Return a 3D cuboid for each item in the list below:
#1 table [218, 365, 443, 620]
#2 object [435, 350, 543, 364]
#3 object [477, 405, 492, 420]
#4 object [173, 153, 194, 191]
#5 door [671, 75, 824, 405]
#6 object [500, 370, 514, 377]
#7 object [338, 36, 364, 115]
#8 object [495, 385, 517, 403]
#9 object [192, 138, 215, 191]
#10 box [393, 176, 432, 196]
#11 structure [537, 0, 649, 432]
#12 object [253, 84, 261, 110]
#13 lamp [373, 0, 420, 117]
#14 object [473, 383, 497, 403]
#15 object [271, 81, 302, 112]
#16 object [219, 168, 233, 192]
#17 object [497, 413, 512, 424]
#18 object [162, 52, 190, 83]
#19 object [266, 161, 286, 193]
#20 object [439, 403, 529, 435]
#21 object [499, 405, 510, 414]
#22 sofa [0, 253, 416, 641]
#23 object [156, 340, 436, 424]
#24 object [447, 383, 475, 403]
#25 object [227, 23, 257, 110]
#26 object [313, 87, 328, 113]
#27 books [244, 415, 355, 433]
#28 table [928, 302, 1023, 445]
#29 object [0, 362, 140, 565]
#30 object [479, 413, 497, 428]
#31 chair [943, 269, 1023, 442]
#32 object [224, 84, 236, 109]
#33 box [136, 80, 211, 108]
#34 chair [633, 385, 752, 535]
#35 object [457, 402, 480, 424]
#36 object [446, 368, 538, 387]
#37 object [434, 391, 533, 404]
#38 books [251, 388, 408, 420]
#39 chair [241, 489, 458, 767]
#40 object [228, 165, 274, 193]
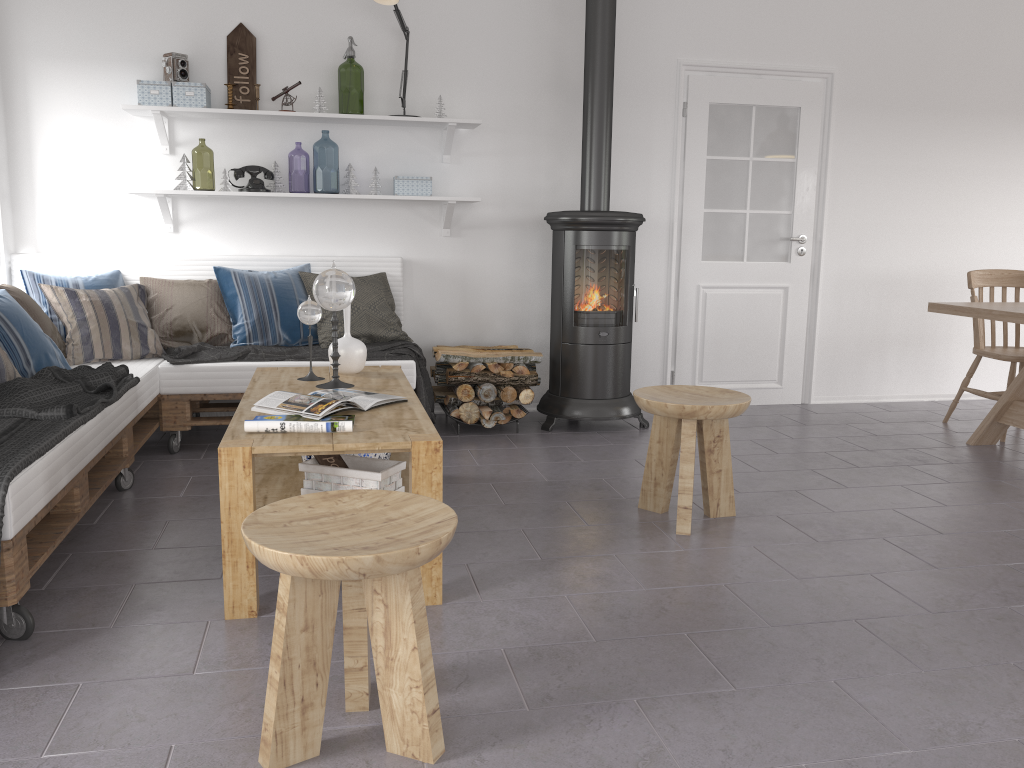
[{"bbox_3d":[-0.637,0.282,3.156,0.607,0.485,1.457,-1,10,-12],"label":"table"},{"bbox_3d":[-0.122,-0.145,4.739,0.571,0.079,0.115,-1,10,-11],"label":"object"},{"bbox_3d":[-0.188,0.120,4.927,0.057,0.050,0.561,-1,10,-12],"label":"object"},{"bbox_3d":[-1.706,-1.106,4.632,0.113,0.195,0.107,0,10,-5],"label":"object"},{"bbox_3d":[1.452,-0.846,5.502,0.902,2.013,0.101,-1,10,-12],"label":"door"},{"bbox_3d":[-0.072,-0.100,4.880,0.059,0.048,0.529,-1,10,-12],"label":"object"},{"bbox_3d":[-0.858,-1.635,4.725,0.136,0.415,0.136,5,10,21],"label":"object"},{"bbox_3d":[-0.086,0.016,4.942,0.102,0.102,0.561,-1,10,-13],"label":"object"},{"bbox_3d":[-1.612,-1.141,4.627,0.111,0.270,0.111,2,10,6],"label":"object"},{"bbox_3d":[-0.550,-1.088,4.901,0.202,0.110,0.137,-1,10,-12],"label":"box"},{"bbox_3d":[0.446,-2.187,4.674,0.643,4.887,0.626,-6,12,-35],"label":"structure"},{"bbox_3d":[-1.337,-1.497,4.661,0.052,0.148,0.052,9,12,39],"label":"object"},{"bbox_3d":[-0.598,-1.763,4.660,0.196,0.703,0.439,2,10,8],"label":"lamp"},{"bbox_3d":[-0.186,0.008,4.919,0.110,0.109,0.463,-1,10,-14],"label":"object"},{"bbox_3d":[-1.196,-1.512,4.697,0.092,0.172,0.177,-8,13,-43],"label":"object"},{"bbox_3d":[-1.494,-1.065,4.625,0.072,0.124,0.068,-4,11,-27],"label":"object"},{"bbox_3d":[-0.078,0.146,4.985,0.096,0.067,0.467,-1,10,-12],"label":"object"},{"bbox_3d":[-1.730,-1.628,4.592,0.117,0.157,0.121,8,12,37],"label":"object"},{"bbox_3d":[-1.274,-1.114,4.778,0.127,0.176,0.007,0,10,-6],"label":"object"},{"bbox_3d":[-0.173,0.170,4.972,0.456,0.118,0.478,-1,10,-12],"label":"object"},{"bbox_3d":[-0.073,0.106,4.948,0.046,0.033,0.425,-1,10,-12],"label":"object"},{"bbox_3d":[-1.332,-0.016,3.573,2.017,0.932,2.855,-1,10,-12],"label":"sofa"},{"bbox_3d":[-1.105,0.022,4.569,1.449,0.508,0.716,-3,10,-22],"label":"object"},{"bbox_3d":[-0.303,0.008,4.919,0.103,0.107,0.516,-1,10,-13],"label":"object"},{"bbox_3d":[-1.437,-1.673,4.715,0.154,0.480,0.053,0,10,-7],"label":"object"},{"bbox_3d":[-1.014,-1.495,4.688,0.075,0.147,0.075,10,13,44],"label":"object"},{"bbox_3d":[-0.622,0.106,2.633,0.300,0.043,0.229,0,10,-8],"label":"books"},{"bbox_3d":[3.346,0.013,4.338,2.300,0.749,1.001,-1,10,-12],"label":"table"},{"bbox_3d":[-1.691,0.287,2.875,0.685,0.533,1.892,-1,10,-13],"label":"object"},{"bbox_3d":[-0.173,0.157,4.949,0.095,0.063,0.562,-1,10,-11],"label":"object"},{"bbox_3d":[2.833,-0.177,4.957,0.506,0.902,0.519,0,10,-7],"label":"chair"},{"bbox_3d":[-1.466,-1.493,4.616,0.085,0.152,0.085,3,10,12],"label":"object"},{"bbox_3d":[-1.748,-1.485,4.609,0.332,0.131,0.242,-1,10,-12],"label":"box"},{"bbox_3d":[0.665,0.275,3.341,0.431,0.479,0.431,-2,10,-15],"label":"chair"},{"bbox_3d":[-0.264,0.122,4.948,0.118,0.142,0.520,-1,10,-8],"label":"object"},{"bbox_3d":[-0.108,-0.034,4.732,0.480,0.104,0.126,-1,10,-10],"label":"object"},{"bbox_3d":[-0.156,0.080,4.884,0.539,0.070,0.101,-1,10,-11],"label":"object"},{"bbox_3d":[-0.597,0.049,2.936,0.300,0.049,0.422,7,11,32],"label":"books"},{"bbox_3d":[-0.330,0.511,1.846,0.431,0.479,0.431,-2,10,-14],"label":"chair"},{"bbox_3d":[-1.385,-1.088,4.713,0.203,0.146,0.171,3,10,12],"label":"object"}]
